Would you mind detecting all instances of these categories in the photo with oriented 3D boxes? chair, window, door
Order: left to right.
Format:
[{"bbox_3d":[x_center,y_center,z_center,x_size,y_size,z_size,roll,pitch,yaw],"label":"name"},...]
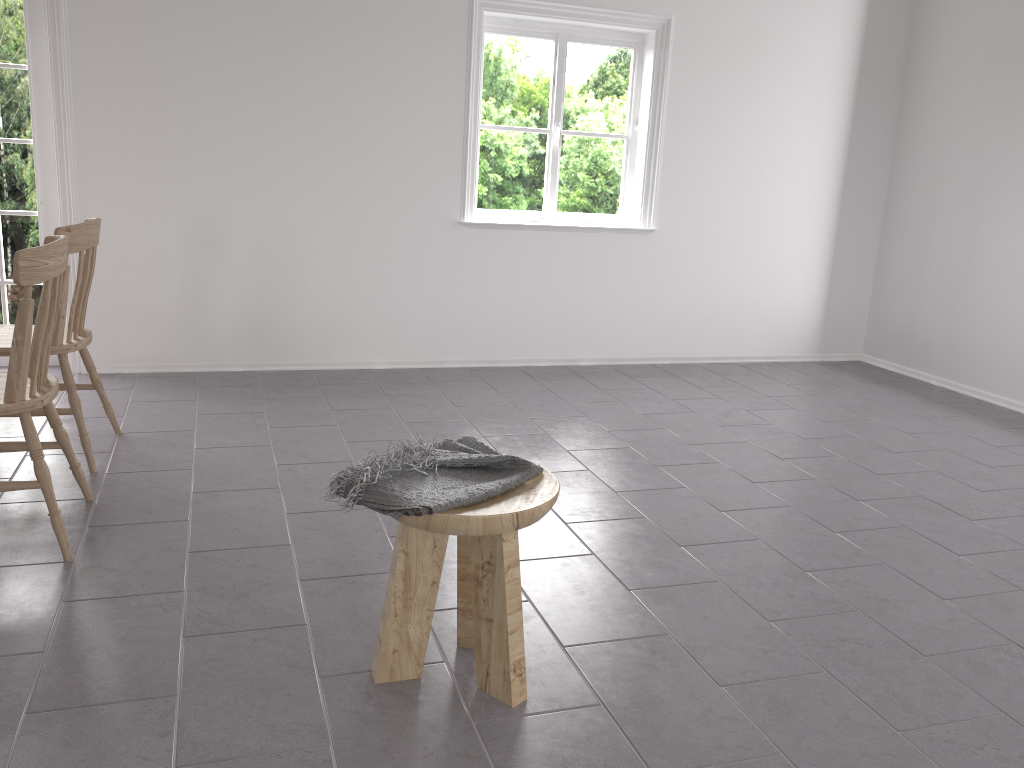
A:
[{"bbox_3d":[-3.069,-1.041,4.329,1.571,2.024,0.115,-1,14,-18],"label":"door"},{"bbox_3d":[-1.567,0.019,2.605,0.519,0.902,0.506,-1,14,-18],"label":"chair"},{"bbox_3d":[-1.812,-0.173,3.333,0.519,0.902,0.506,0,14,-13],"label":"chair"},{"bbox_3d":[-0.119,0.450,2.075,0.431,0.479,0.431,3,14,-2],"label":"chair"},{"bbox_3d":[0.272,-1.530,5.305,1.055,1.168,0.120,-1,14,-18],"label":"window"}]

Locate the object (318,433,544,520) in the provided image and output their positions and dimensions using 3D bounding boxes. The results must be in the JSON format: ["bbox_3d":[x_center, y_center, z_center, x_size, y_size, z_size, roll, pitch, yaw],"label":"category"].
[{"bbox_3d":[-0.169,0.198,2.033,0.348,0.120,0.462,15,18,40],"label":"object"}]
